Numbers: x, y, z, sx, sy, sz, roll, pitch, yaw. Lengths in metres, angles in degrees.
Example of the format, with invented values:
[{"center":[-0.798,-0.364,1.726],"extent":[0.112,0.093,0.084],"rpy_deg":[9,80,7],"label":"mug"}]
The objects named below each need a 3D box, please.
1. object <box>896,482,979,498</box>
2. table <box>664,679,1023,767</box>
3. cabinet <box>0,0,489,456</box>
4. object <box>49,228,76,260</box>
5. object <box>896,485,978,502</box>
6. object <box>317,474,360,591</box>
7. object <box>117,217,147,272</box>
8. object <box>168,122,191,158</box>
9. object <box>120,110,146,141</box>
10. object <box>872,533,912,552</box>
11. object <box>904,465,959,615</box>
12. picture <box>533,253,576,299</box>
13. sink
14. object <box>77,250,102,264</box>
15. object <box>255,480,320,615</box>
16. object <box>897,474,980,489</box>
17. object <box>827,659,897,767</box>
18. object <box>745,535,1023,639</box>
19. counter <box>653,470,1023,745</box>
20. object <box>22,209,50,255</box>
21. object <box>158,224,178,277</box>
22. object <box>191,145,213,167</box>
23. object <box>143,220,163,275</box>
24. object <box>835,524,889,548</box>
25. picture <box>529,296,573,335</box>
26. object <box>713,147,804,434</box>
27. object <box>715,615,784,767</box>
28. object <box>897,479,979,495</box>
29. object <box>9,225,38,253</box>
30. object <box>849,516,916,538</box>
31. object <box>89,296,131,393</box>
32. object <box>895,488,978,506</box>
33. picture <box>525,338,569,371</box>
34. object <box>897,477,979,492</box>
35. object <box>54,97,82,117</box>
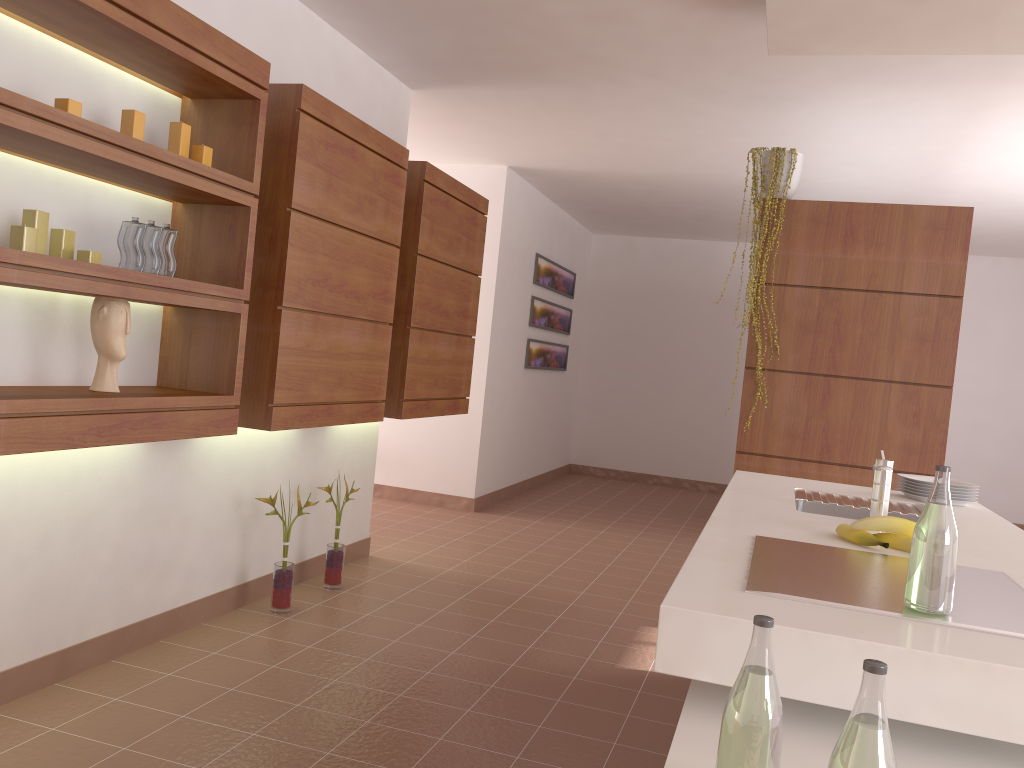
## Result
[{"center":[1.430,0.364,2.991],"extent":[0.228,0.020,0.228],"rpy_deg":[6,2,-1],"label":"object"},{"center":[0.571,0.840,1.214],"extent":[0.737,0.647,1.003],"rpy_deg":[6,2,17],"label":"table"},{"center":[-1.238,-0.472,2.821],"extent":[0.754,1.200,4.718],"rpy_deg":[6,2,17],"label":"cabinet"},{"center":[-1.207,-0.368,2.377],"extent":[0.044,0.090,0.044],"rpy_deg":[6,2,17],"label":"object"},{"center":[1.429,0.374,2.991],"extent":[0.228,0.020,0.228],"rpy_deg":[6,2,-1],"label":"object"},{"center":[-0.801,0.669,4.066],"extent":[0.087,0.546,0.296],"rpy_deg":[6,2,17],"label":"object"},{"center":[-1.101,-0.401,2.570],"extent":[0.054,0.165,0.065],"rpy_deg":[7,2,33],"label":"object"},{"center":[-0.987,-0.710,2.628],"extent":[0.044,0.120,0.044],"rpy_deg":[6,2,17],"label":"object"},{"center":[-1.028,-0.697,2.404],"extent":[0.044,0.099,0.044],"rpy_deg":[6,2,17],"label":"object"},{"center":[0.870,0.352,1.952],"extent":[0.060,0.033,0.207],"rpy_deg":[5,2,-28],"label":"object"},{"center":[0.672,0.244,1.407],"extent":[0.071,0.230,0.071],"rpy_deg":[6,2,-2],"label":"object"},{"center":[0.398,-0.946,7.926],"extent":[0.015,0.248,1.408],"rpy_deg":[6,2,17],"label":"picture"},{"center":[1.045,0.362,2.612],"extent":[0.404,0.368,0.668],"rpy_deg":[6,2,17],"label":"sink"},{"center":[-1.135,-0.336,2.381],"extent":[0.044,0.040,0.044],"rpy_deg":[6,2,17],"label":"object"},{"center":[-0.930,0.668,3.640],"extent":[0.087,0.546,0.296],"rpy_deg":[7,2,33],"label":"object"},{"center":[1.433,0.333,2.990],"extent":[0.228,0.020,0.228],"rpy_deg":[6,2,-1],"label":"object"},{"center":[0.344,0.386,0.870],"extent":[0.071,0.230,0.071],"rpy_deg":[6,2,-2],"label":"object"},{"center":[0.689,0.359,1.617],"extent":[0.493,0.006,0.551],"rpy_deg":[6,2,17],"label":"object"},{"center":[0.884,0.765,2.221],"extent":[0.821,0.800,2.156],"rpy_deg":[6,2,17],"label":"counter"},{"center":[-1.215,-0.380,2.257],"extent":[0.044,0.120,0.044],"rpy_deg":[6,2,17],"label":"object"},{"center":[-1.044,-0.397,2.659],"extent":[0.054,0.165,0.065],"rpy_deg":[7,2,33],"label":"object"},{"center":[-0.938,-0.682,2.680],"extent":[0.044,0.070,0.044],"rpy_deg":[6,2,17],"label":"object"},{"center":[-1.073,-0.399,2.614],"extent":[0.054,0.165,0.065],"rpy_deg":[7,2,33],"label":"object"},{"center":[0.778,0.341,2.008],"extent":[0.060,0.033,0.207],"rpy_deg":[6,2,-3],"label":"object"},{"center":[0.363,-0.598,7.937],"extent":[0.015,0.248,1.408],"rpy_deg":[6,2,17],"label":"picture"},{"center":[1.165,-0.435,4.201],"extent":[0.297,1.344,0.279],"rpy_deg":[5,2,-24],"label":"object"},{"center":[0.271,0.375,0.995],"extent":[0.071,0.230,0.071],"rpy_deg":[6,2,-2],"label":"object"},{"center":[1.431,0.354,2.991],"extent":[0.228,0.020,0.228],"rpy_deg":[6,2,-1],"label":"object"},{"center":[-1.204,-0.352,2.186],"extent":[0.044,0.070,0.044],"rpy_deg":[6,2,17],"label":"object"},{"center":[0.861,0.323,1.979],"extent":[0.207,0.055,0.047],"rpy_deg":[6,2,-6],"label":"object"},{"center":[-1.141,-0.121,2.503],"extent":[0.100,0.284,0.100],"rpy_deg":[4,2,-43],"label":"object"},{"center":[1.428,0.384,2.992],"extent":[0.228,0.020,0.228],"rpy_deg":[6,2,-1],"label":"object"},{"center":[0.328,-0.250,7.947],"extent":[0.015,0.248,1.408],"rpy_deg":[6,2,17],"label":"picture"},{"center":[1.432,0.343,2.990],"extent":[0.228,0.020,0.228],"rpy_deg":[6,2,-1],"label":"object"},{"center":[-1.073,-0.669,2.144],"extent":[0.044,0.049,0.044],"rpy_deg":[6,2,17],"label":"object"}]
